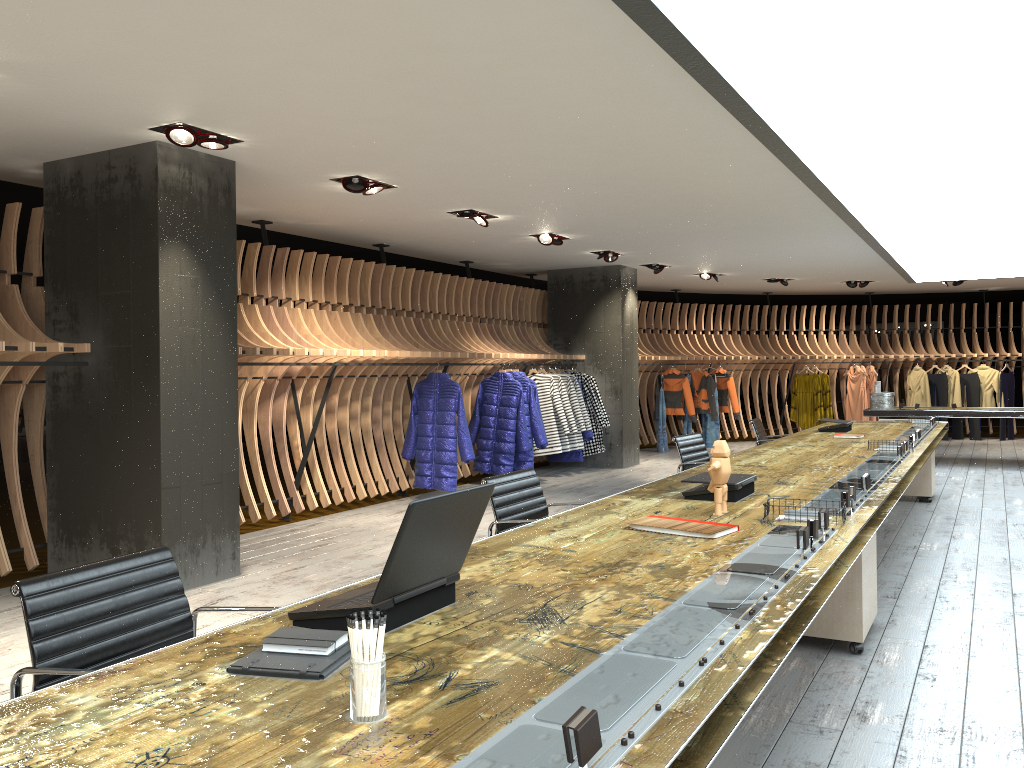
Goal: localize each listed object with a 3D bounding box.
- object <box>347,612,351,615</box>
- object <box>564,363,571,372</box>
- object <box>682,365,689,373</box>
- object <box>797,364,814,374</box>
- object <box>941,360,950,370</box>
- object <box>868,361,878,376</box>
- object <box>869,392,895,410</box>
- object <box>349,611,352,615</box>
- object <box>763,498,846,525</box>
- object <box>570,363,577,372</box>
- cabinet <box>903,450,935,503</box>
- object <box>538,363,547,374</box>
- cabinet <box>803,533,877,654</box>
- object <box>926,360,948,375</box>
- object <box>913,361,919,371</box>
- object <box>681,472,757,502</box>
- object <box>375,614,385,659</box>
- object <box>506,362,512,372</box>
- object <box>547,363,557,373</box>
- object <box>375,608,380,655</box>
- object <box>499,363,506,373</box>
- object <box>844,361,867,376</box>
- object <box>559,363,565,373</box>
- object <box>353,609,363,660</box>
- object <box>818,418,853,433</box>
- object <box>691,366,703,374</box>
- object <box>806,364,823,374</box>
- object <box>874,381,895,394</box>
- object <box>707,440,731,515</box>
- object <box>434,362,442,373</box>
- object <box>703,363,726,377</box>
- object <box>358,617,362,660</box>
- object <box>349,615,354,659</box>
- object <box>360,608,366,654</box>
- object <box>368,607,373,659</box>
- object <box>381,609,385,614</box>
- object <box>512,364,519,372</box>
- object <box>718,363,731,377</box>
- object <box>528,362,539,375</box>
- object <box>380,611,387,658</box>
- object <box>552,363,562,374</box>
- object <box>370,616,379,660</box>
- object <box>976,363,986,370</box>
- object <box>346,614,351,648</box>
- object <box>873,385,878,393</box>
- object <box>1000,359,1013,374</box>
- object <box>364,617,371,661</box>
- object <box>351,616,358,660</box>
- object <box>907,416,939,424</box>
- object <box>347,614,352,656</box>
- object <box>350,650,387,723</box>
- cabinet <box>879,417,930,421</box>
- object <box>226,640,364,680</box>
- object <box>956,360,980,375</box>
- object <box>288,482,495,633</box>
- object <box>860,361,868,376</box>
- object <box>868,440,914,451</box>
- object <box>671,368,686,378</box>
[{"bbox_3d":[-0.272,0.481,1.543,0.030,0.170,0.007,-1,0,-24],"label":"object"},{"bbox_3d":[0.780,-0.124,12.064,0.516,0.316,0.012,0,0,29],"label":"object"},{"bbox_3d":[2.904,-0.230,14.846,0.023,0.243,0.549,-1,1,25],"label":"object"},{"bbox_3d":[5.308,-0.262,16.005,0.012,0.270,0.525,-1,0,-31],"label":"object"},{"bbox_3d":[7.905,-0.297,16.127,0.012,0.270,0.525,-1,1,-16],"label":"object"},{"bbox_3d":[6.536,-0.283,16.183,0.012,0.270,0.525,-1,1,-6],"label":"object"},{"bbox_3d":[5.190,0.241,12.432,0.303,0.239,0.498,0,1,29],"label":"object"},{"bbox_3d":[-0.271,0.481,1.547,0.030,0.170,0.007,-1,0,-12],"label":"object"},{"bbox_3d":[1.145,0.501,3.466,0.302,0.074,0.217,0,1,23],"label":"object"},{"bbox_3d":[0.867,-0.129,12.231,0.518,0.313,0.012,0,0,29],"label":"object"},{"bbox_3d":[3.756,0.849,9.218,1.131,0.630,0.593,0,0,29],"label":"cabinet"},{"bbox_3d":[0.400,-0.119,11.360,0.518,0.313,0.012,0,0,29],"label":"object"},{"bbox_3d":[1.270,0.946,4.644,1.131,0.630,0.593,0,0,29],"label":"cabinet"},{"bbox_3d":[7.707,-0.296,16.145,0.012,0.270,0.525,-1,1,-26],"label":"object"},{"bbox_3d":[7.399,-0.291,16.180,0.012,0.270,0.525,-1,1,-6],"label":"object"},{"bbox_3d":[0.970,0.479,4.138,0.262,0.088,0.373,0,1,29],"label":"object"},{"bbox_3d":[-0.233,0.481,1.526,0.030,0.170,0.007,-1,0,-5],"label":"object"},{"bbox_3d":[-0.029,-0.114,10.594,0.523,0.291,0.012,0,0,29],"label":"object"},{"bbox_3d":[0.526,-0.124,11.591,0.518,0.313,0.012,0,0,29],"label":"object"},{"bbox_3d":[-0.237,0.481,1.554,0.007,0.170,0.030,-1,0,5],"label":"object"},{"bbox_3d":[-0.125,-0.106,10.486,0.523,0.292,0.012,0,0,29],"label":"object"},{"bbox_3d":[6.254,-0.280,16.176,0.012,0.270,0.525,-1,1,-26],"label":"object"},{"bbox_3d":[0.655,-0.150,11.951,0.525,0.270,0.012,0,0,29],"label":"object"},{"bbox_3d":[-0.264,0.481,1.555,0.030,0.170,0.007,-1,0,15],"label":"object"},{"bbox_3d":[3.006,0.383,8.230,0.261,0.111,0.373,0,1,29],"label":"object"},{"bbox_3d":[3.142,-0.222,15.021,0.012,0.270,0.525,-1,0,-41],"label":"object"},{"bbox_3d":[5.484,-0.265,16.054,0.012,0.270,0.525,-1,0,-31],"label":"object"},{"bbox_3d":[5.195,0.062,12.367,0.262,0.204,0.088,0,0,27],"label":"object"},{"bbox_3d":[0.841,0.383,3.595,0.097,0.300,0.320,-1,0,12],"label":"object"},{"bbox_3d":[-0.777,-0.094,9.255,0.525,0.270,0.012,0,0,29],"label":"object"},{"bbox_3d":[3.389,-0.241,15.189,0.549,0.243,0.023,-1,0,5],"label":"object"},{"bbox_3d":[-0.260,0.481,1.518,0.007,0.170,0.030,-1,0,-14],"label":"object"},{"bbox_3d":[-0.270,0.481,1.528,0.007,0.170,0.030,-1,0,25],"label":"object"},{"bbox_3d":[-0.255,0.481,1.559,0.030,0.170,0.007,-1,0,42],"label":"object"},{"bbox_3d":[-0.245,0.481,1.559,0.007,0.170,0.030,-1,0,-22],"label":"object"},{"bbox_3d":[-0.231,0.481,1.545,0.007,0.170,0.030,-1,0,32],"label":"object"},{"bbox_3d":[0.042,-0.125,10.759,0.525,0.270,0.012,0,0,29],"label":"object"},{"bbox_3d":[3.597,-0.234,15.316,0.012,0.270,0.525,-1,0,-31],"label":"object"},{"bbox_3d":[0.288,-0.115,11.153,0.518,0.313,0.012,0,0,29],"label":"object"},{"bbox_3d":[-0.230,0.481,1.536,0.030,0.170,0.007,-1,0,-31],"label":"object"},{"bbox_3d":[0.611,-0.127,11.748,0.518,0.313,0.012,0,0,29],"label":"object"},{"bbox_3d":[-0.240,0.481,1.519,0.030,0.170,0.007,-1,0,22],"label":"object"},{"bbox_3d":[8.508,-0.305,16.003,0.012,0.270,0.525,-1,0,-36],"label":"object"},{"bbox_3d":[-0.273,0.481,1.537,0.030,0.170,0.007,-1,0,-39],"label":"object"},{"bbox_3d":[5.063,0.071,12.341,0.062,0.109,0.062,-1,0,-5],"label":"object"},{"bbox_3d":[8.871,-0.310,15.897,0.525,0.270,0.012,-1,0,-36],"label":"object"},{"bbox_3d":[-0.250,0.481,1.516,0.007,0.170,0.030,-1,0,-41],"label":"object"},{"bbox_3d":[-0.268,0.481,1.524,0.007,0.170,0.030,-1,0,12],"label":"object"},{"bbox_3d":[4.295,0.378,9.263,0.302,0.074,0.217,0,1,23],"label":"object"},{"bbox_3d":[-0.272,0.481,1.533,0.007,0.170,0.030,-1,0,39],"label":"object"},{"bbox_3d":[-0.249,0.526,1.537,0.061,0.111,0.061,-1,0,-28],"label":"object"},{"bbox_3d":[5.528,0.780,12.469,0.593,0.630,1.132,-1,1,29],"label":"cabinet"},{"bbox_3d":[-0.443,0.565,1.841,0.213,0.019,0.219,-1,1,14],"label":"object"},{"bbox_3d":[8.203,-0.300,16.059,0.012,0.270,0.525,-1,0,-36],"label":"object"},{"bbox_3d":[-0.286,0.409,2.163,0.365,0.316,0.373,0,0,29],"label":"object"},{"bbox_3d":[6.373,-0.281,16.188,0.012,0.270,0.525,-1,1,-1],"label":"object"},{"bbox_3d":[2.686,0.440,6.292,0.302,0.071,0.209,0,1,23],"label":"object"},{"bbox_3d":[2.664,-0.214,14.671,0.525,0.270,0.012,0,0,44],"label":"object"}]
